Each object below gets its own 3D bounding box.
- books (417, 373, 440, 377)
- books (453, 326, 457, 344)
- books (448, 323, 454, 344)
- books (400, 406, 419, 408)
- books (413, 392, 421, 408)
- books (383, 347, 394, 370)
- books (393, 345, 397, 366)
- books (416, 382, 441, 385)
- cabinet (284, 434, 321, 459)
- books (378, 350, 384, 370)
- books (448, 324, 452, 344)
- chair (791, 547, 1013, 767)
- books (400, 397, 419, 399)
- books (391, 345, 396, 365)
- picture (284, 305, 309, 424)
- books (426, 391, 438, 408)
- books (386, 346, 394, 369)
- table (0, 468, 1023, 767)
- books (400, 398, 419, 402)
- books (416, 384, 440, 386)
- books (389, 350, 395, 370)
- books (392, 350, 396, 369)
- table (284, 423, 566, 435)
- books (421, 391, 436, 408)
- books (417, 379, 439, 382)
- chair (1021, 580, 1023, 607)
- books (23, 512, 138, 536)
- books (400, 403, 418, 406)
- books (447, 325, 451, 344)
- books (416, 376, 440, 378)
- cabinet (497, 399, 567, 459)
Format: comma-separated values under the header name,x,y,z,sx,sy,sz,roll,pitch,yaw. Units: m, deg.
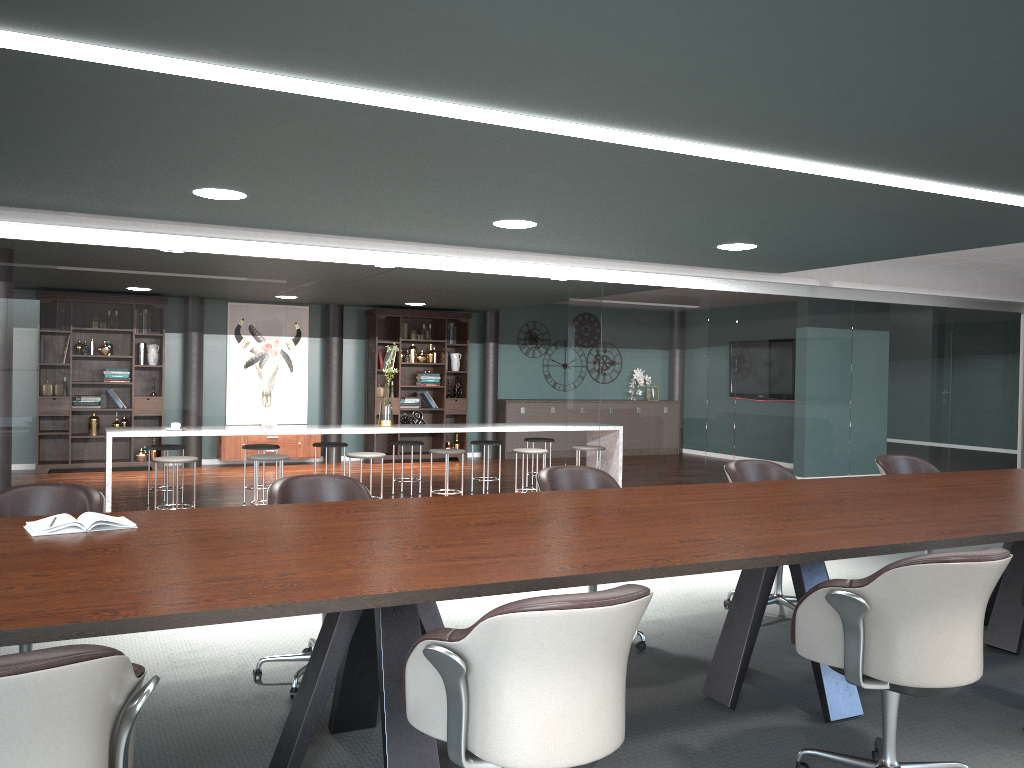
name,x,y,z,sx,sy,sz,roll,pitch,yaw
books,-1.116,-0.119,11.851,0.248,0.042,0.194,1,1,-26
books,-0.804,-0.659,11.982,0.042,0.248,0.194,1,1,-26
books,-0.836,-0.680,11.967,0.027,0.286,0.184,1,1,-26
books,-1.393,0.303,11.695,0.286,0.027,0.184,1,1,-26
books,-1.264,0.210,11.834,0.063,0.214,0.139,1,1,-26
books,-1.632,-0.334,11.585,0.115,0.296,0.210,1,1,-26
books,-1.565,-0.345,11.607,0.062,0.322,0.197,1,1,-26
books,-1.119,-0.009,11.853,0.286,0.027,0.184,1,1,-26
cabinet,-3.020,0.738,11.049,1.200,0.379,0.368,1,1,-26
books,-1.731,-0.311,11.533,0.084,0.252,0.194,1,1,-26
books,-0.857,-0.671,11.956,0.016,0.268,0.205,1,1,-26
chair,1.096,0.805,2.485,0.535,0.761,0.518,1,1,-20
books,-1.382,0.180,11.698,0.268,0.016,0.205,1,1,-26
books,-1.579,-0.346,11.601,0.062,0.322,0.197,1,1,-26
picture,-3.078,-0.247,11.193,1.002,1.512,0.031,1,1,-26
books,-1.097,0.208,11.843,0.166,0.228,0.205,1,1,-26
books,-1.607,-0.343,11.591,0.090,0.316,0.197,1,1,-26
table,0.300,0.812,3.013,6.694,0.706,1.374,1,1,-26
books,-1.373,0.209,11.702,0.248,0.042,0.194,1,1,-26
books,-1.122,0.013,11.851,0.268,0.016,0.205,1,1,-26
books,-1.589,-0.340,11.600,0.063,0.309,0.210,1,1,-26
books,-1.575,-0.339,11.606,0.063,0.309,0.210,1,1,-26
table,-1.113,0.728,7.905,4.577,0.699,0.609,1,1,-26
books,-1.128,0.209,11.827,0.176,0.227,0.194,1,1,-26
books,-1.120,-0.045,11.850,0.248,0.042,0.194,1,1,-26
chair,2.048,0.817,2.963,0.533,0.761,0.523,0,1,-41
books,-1.300,0.416,2.675,0.285,0.032,0.180,1,1,-36
books,-1.395,0.268,11.693,0.248,0.042,0.194,1,1,-26
books,-0.884,-0.660,11.943,0.042,0.248,0.194,1,1,-26
books,-1.120,-0.090,11.843,0.268,0.016,0.205,1,1,-26
cabinet,-3.035,0.593,11.016,12.287,0.820,0.402,1,1,-26
